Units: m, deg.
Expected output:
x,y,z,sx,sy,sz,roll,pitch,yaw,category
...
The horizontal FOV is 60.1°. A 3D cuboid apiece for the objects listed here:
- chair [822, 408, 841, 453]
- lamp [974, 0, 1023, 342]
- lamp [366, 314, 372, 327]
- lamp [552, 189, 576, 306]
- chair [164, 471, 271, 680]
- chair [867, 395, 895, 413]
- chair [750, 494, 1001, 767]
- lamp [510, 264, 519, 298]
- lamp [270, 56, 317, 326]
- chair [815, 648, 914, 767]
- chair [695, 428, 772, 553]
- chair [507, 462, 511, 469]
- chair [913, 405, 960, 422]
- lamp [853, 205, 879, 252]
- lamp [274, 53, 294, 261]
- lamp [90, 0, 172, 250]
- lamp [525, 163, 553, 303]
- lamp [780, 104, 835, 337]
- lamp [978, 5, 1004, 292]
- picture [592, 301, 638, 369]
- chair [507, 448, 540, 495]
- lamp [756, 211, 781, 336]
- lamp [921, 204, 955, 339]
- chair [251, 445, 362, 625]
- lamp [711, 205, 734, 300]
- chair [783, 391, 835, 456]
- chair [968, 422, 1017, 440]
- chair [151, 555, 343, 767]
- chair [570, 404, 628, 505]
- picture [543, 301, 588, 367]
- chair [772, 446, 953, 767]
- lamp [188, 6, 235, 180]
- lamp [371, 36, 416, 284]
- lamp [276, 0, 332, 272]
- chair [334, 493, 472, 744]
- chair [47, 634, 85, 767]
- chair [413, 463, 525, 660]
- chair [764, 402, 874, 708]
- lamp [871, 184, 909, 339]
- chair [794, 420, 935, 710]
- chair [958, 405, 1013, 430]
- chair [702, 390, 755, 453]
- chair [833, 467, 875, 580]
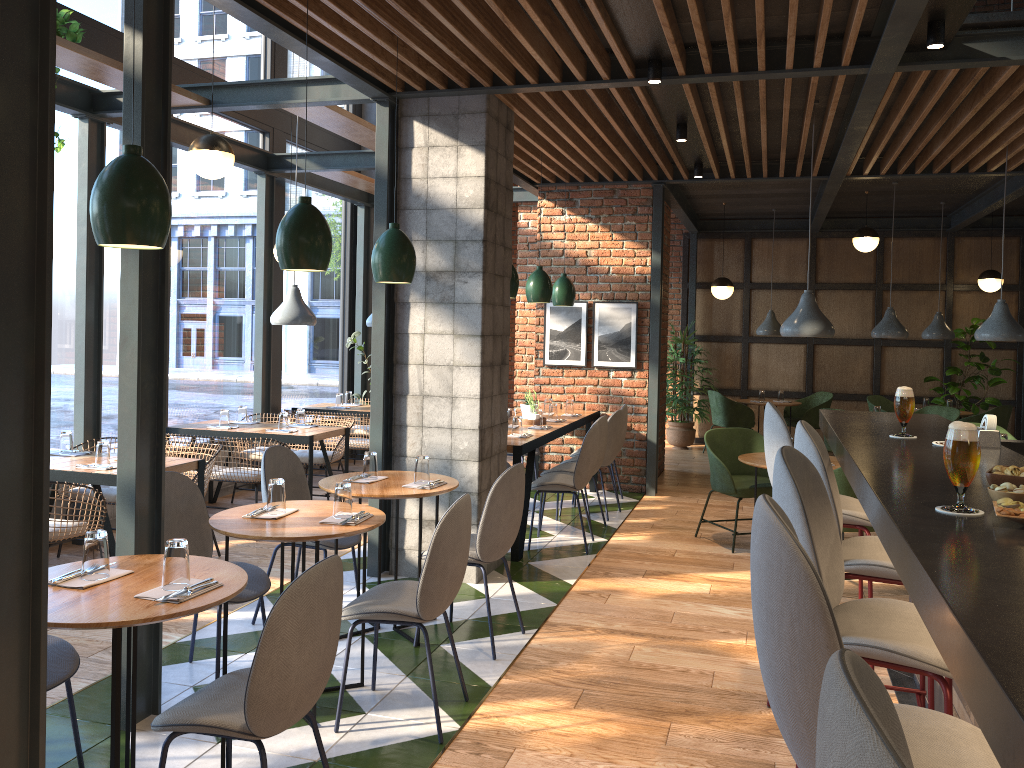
x,y,z,sx,sy,sz,roll,pitch,yaw,category
3.370,0.650,8.791,0.515,0.818,0.639,0,2,-29,chair
3.763,-2.570,6.705,0.353,4.487,0.353,1,1,-39,lamp
-1.248,-2.819,8.918,0.353,4.487,0.353,1,1,-39,lamp
0.491,-1.722,8.090,0.224,2.020,0.224,2,1,20,lamp
-1.285,0.828,3.736,0.508,0.887,0.418,2,1,17,chair
4.575,0.561,10.645,0.638,0.818,0.515,0,2,-42,chair
0.650,0.823,1.491,0.508,1.242,0.418,2,1,12,chair
-0.041,-1.620,6.262,0.224,2.020,0.224,2,1,20,lamp
-1.641,-2.697,6.824,0.353,4.487,0.353,1,1,-22,lamp
0.506,0.877,0.736,0.508,1.242,0.418,2,1,14,chair
1.721,0.757,6.492,0.638,0.818,0.516,1,2,-19,chair
-0.246,0.643,7.065,0.508,0.887,0.418,2,1,12,chair
4.305,0.643,9.225,0.515,0.818,0.639,1,2,-24,chair
3.870,-3.321,9.565,0.268,3.791,0.268,1,1,-4,lamp
-1.891,-2.909,7.662,0.268,3.791,0.268,1,1,-16,lamp
-1.106,-1.416,2.610,0.224,2.020,0.224,2,1,20,lamp
0.242,-1.675,7.234,0.224,2.020,0.224,2,1,20,lamp
2.035,-2.559,5.929,0.353,4.487,0.353,1,1,-39,lamp
5.711,-2.981,10.473,0.268,3.791,0.268,1,1,-31,lamp
0.977,-0.468,8.422,0.430,0.631,0.015,2,1,16,picture
-0.001,0.587,8.057,0.508,0.887,0.418,2,1,23,chair
3.291,-2.853,11.071,0.353,4.487,0.353,1,1,-39,lamp
4.976,-2.761,10.207,0.353,4.487,0.353,1,1,-39,lamp
-1.047,0.778,4.623,0.508,0.887,0.418,2,1,17,chair
2.571,-2.911,10.635,0.268,3.791,0.268,1,1,-31,lamp
3.745,0.506,11.230,0.515,0.818,0.639,1,2,-9,chair
3.858,0.752,7.327,0.639,0.818,0.515,2,2,16,chair
-0.749,0.916,2.520,0.508,0.887,0.418,2,1,17,chair
0.772,0.612,7.928,0.508,0.887,0.418,2,1,12,chair
0.516,-0.486,8.556,0.430,0.631,0.015,2,1,16,picture
0.903,0.794,2.212,0.508,1.242,0.418,2,1,27,chair
-1.780,-3.134,5.336,0.268,3.791,0.268,1,1,-31,lamp
-0.574,-1.518,4.437,0.224,2.020,0.224,2,1,20,lamp
-0.823,-1.470,3.582,0.224,2.020,0.224,2,1,20,lamp
-0.422,0.863,3.480,0.508,0.887,0.418,2,1,12,chair
-1.646,0.879,2.787,0.508,0.887,0.418,2,1,12,chair
-0.201,0.814,4.343,0.508,0.887,0.418,2,1,22,chair
1.321,0.706,3.767,0.508,1.242,0.418,2,1,16,chair
3.879,-2.707,8.951,0.353,4.487,0.353,1,1,-39,lamp
1.189,0.755,2.943,0.508,1.242,0.418,2,1,22,chair
5.213,0.625,9.835,0.638,0.818,0.515,0,2,-37,chair
2.729,0.495,11.052,0.515,0.818,0.639,1,2,-9,chair
2.074,0.834,5.381,0.638,0.818,0.516,1,2,-14,chair
